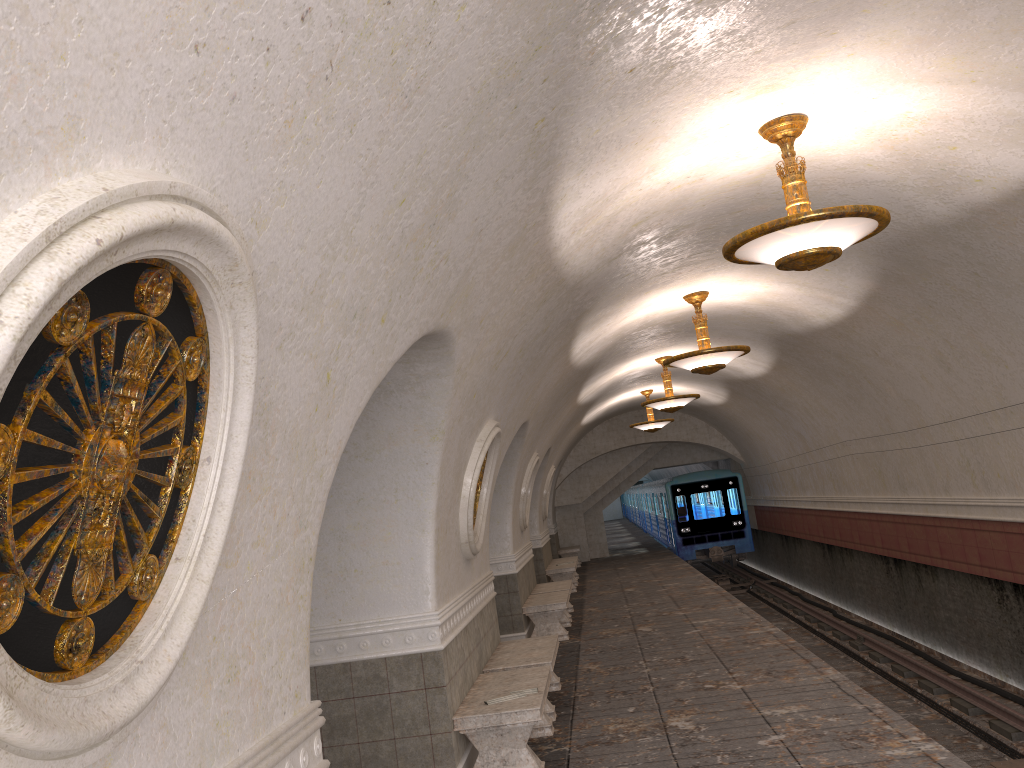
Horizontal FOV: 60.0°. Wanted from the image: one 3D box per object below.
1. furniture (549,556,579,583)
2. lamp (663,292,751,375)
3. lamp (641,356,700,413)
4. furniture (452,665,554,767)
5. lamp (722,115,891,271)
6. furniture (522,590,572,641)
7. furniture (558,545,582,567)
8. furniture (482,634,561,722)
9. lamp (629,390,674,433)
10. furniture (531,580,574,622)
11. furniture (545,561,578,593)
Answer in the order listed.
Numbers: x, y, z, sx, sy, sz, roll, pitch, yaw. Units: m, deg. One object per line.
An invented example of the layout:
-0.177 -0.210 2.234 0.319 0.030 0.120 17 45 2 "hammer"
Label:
1.224 4.271 20.243 0.613 0.508 1.509 -9 -8 4 "furniture"
2.221 -0.573 10.334 1.008 0.955 1.008 -11 -8 20 "lamp"
2.656 0.025 15.105 1.008 0.955 1.008 -11 -8 20 "lamp"
-0.009 2.577 6.740 0.613 0.508 1.509 -9 -8 4 "furniture"
1.785 -1.172 5.562 1.008 0.955 1.008 -6 -8 -12 "lamp"
0.535 3.323 12.689 0.613 0.508 1.509 -9 -8 4 "furniture"
1.641 4.843 24.809 0.613 0.508 1.509 -9 -8 4 "furniture"
0.143 2.786 8.401 0.613 0.508 1.509 -9 -8 4 "furniture"
3.092 0.624 19.878 1.008 0.955 1.008 -1 -10 -39 "lamp"
0.686 3.532 14.351 0.613 0.508 1.509 -9 -8 4 "furniture"
1.073 4.062 18.581 0.613 0.508 1.509 -9 -8 4 "furniture"
